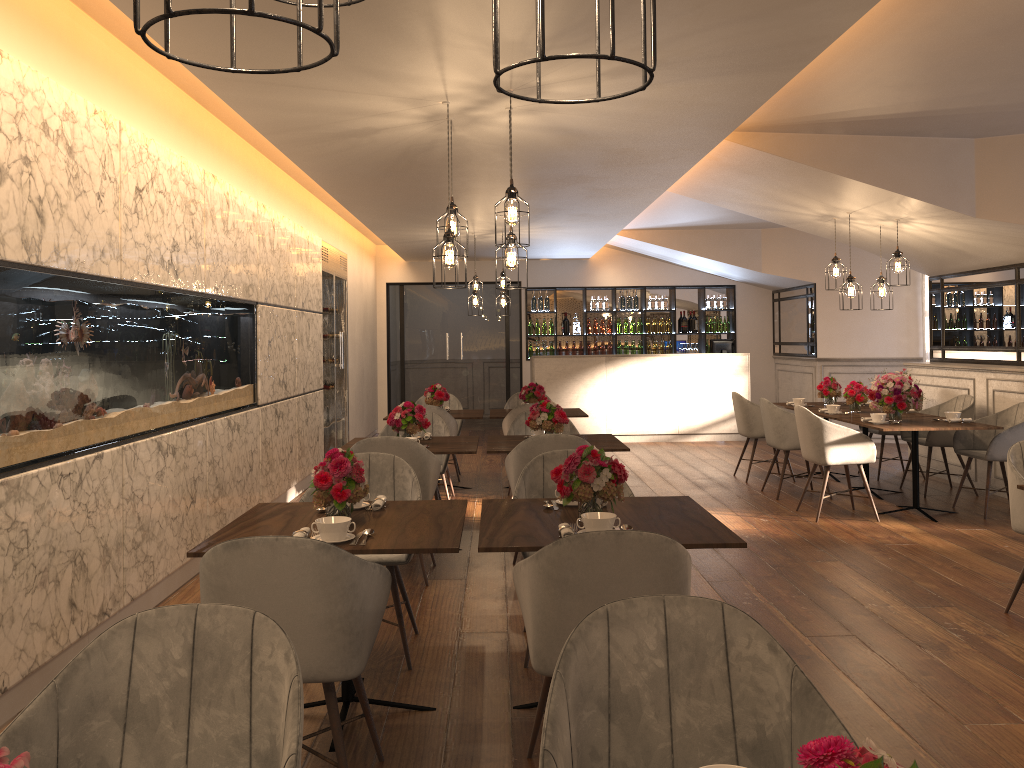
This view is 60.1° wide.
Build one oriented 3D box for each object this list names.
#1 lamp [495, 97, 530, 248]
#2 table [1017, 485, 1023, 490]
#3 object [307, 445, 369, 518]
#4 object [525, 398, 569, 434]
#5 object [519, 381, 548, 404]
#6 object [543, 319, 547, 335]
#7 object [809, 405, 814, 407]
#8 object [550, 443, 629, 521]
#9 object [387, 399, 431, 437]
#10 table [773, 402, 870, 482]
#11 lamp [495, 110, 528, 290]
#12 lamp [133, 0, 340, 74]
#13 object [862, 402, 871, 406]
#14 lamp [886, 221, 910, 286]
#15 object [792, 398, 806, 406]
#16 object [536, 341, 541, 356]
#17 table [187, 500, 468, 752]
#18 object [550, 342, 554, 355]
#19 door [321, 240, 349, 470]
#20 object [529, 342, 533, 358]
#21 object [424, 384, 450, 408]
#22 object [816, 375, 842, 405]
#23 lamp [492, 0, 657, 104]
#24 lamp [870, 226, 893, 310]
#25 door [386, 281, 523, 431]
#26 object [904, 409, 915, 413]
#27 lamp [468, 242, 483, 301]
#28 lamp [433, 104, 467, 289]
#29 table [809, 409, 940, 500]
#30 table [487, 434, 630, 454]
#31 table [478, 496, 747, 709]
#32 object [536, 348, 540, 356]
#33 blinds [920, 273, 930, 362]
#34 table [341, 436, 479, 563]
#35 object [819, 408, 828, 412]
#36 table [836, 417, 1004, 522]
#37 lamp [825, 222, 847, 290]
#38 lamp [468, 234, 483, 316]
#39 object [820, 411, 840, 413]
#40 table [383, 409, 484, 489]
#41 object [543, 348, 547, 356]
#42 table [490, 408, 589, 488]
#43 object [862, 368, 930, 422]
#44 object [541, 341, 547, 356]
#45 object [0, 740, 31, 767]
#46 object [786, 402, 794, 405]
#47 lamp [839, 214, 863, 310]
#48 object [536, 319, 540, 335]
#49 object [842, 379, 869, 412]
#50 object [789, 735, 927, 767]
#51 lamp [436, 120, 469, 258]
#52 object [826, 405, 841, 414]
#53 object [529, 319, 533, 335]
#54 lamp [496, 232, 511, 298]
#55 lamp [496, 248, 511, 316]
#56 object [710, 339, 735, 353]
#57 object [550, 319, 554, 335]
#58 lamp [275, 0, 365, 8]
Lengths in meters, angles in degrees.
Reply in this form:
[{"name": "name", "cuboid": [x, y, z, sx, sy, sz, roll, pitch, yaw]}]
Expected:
[{"name": "lamp", "cuboid": [-0.011, -1.726, 4.444, 0.175, 2.072, 0.175, -1, -1, 1]}, {"name": "table", "cuboid": [2.753, 0.834, 3.576, 0.896, 0.721, 0.897, -1, 1, -1]}, {"name": "object", "cuboid": [-0.662, 0.376, 3.364, 0.234, 0.301, 0.305, -1, 1, 1]}, {"name": "object", "cuboid": [0.245, 0.240, 5.928, 0.305, 0.301, 0.234, 0, 1, 32]}, {"name": "object", "cuboid": [0.188, 0.118, 8.453, 0.234, 0.301, 0.305, -1, 1, -44]}, {"name": "object", "cuboid": [0.514, -0.900, 13.908, 0.065, 0.261, 0.066, -1, 0, -22]}, {"name": "object", "cuboid": [2.870, 0.216, 8.673, 0.197, 0.015, 0.043, -1, 2, -5]}, {"name": "object", "cuboid": [0.291, 0.364, 3.352, 0.305, 0.301, 0.234, -1, 1, -23]}, {"name": "object", "cuboid": [-0.705, 0.250, 5.939, 0.305, 0.301, 0.234, 0, 1, 21]}, {"name": "table", "cuboid": [3.143, 0.573, 8.844, 0.896, 0.721, 0.897, -1, 1, -1]}, {"name": "lamp", "cuboid": [-0.014, -1.548, 4.771, 0.175, 2.072, 0.175, -1, -1, 1]}, {"name": "lamp", "cuboid": [-0.270, -1.354, 0.847, 0.175, 2.072, 0.175, -1, -1, 1]}, {"name": "object", "cuboid": [3.458, 0.194, 8.719, 0.175, 0.039, 0.056, -1, 2, -1]}, {"name": "lamp", "cuboid": [3.261, -1.868, 7.514, 0.175, 2.072, 0.175, -1, -1, 1]}, {"name": "object", "cuboid": [2.848, 0.182, 8.786, 0.148, 0.072, 0.148, 1, 3, 41]}, {"name": "object", "cuboid": [0.361, -0.492, 12.153, 0.065, 0.208, 0.065, -1, 0, -10]}, {"name": "table", "cuboid": [-0.627, 0.888, 3.368, 0.896, 0.721, 0.897, -1, 1, -1]}, {"name": "object", "cuboid": [0.629, -0.539, 13.907, 0.065, 0.261, 0.066, -1, 0, -22]}, {"name": "door", "cuboid": [-2.018, -0.337, 10.170, 0.134, 2.470, 1.858, -1, 1, -1]}, {"name": "object", "cuboid": [0.298, -0.534, 13.901, 0.065, 0.261, 0.066, -1, 0, -22]}, {"name": "object", "cuboid": [-0.705, 0.129, 8.430, 0.234, 0.301, 0.305, -1, 1, -26]}, {"name": "object", "cuboid": [3.151, 0.059, 8.809, 0.305, 0.301, 0.234, -2, 1, -44]}, {"name": "lamp", "cuboid": [0.053, -1.364, 0.979, 0.175, 2.072, 0.175, -1, -1, 1]}, {"name": "lamp", "cuboid": [3.258, -1.690, 7.841, 0.175, 2.072, 0.175, -1, -1, 1]}, {"name": "door", "cuboid": [-0.894, -0.428, 13.923, 2.106, 2.335, 0.273, -1, -1, -1]}, {"name": "object", "cuboid": [3.474, 0.238, 7.824, 0.175, 0.039, 0.056, -1, 2, -1]}, {"name": "lamp", "cuboid": [-0.446, -2.038, 10.623, 0.175, 2.072, 0.175, -1, -1, 1]}, {"name": "lamp", "cuboid": [-0.337, -1.537, 4.639, 0.175, 2.072, 0.175, -1, -1, 1]}, {"name": "table", "cuboid": [3.159, 0.618, 7.905, 0.896, 0.721, 0.897, -1, 1, -1]}, {"name": "table", "cuboid": [0.287, 0.750, 5.962, 0.896, 0.721, 0.897, -1, 1, -1]}, {"name": "table", "cuboid": [0.332, 0.874, 3.385, 0.896, 0.721, 0.897, -1, 1, -1]}, {"name": "object", "cuboid": [0.408, -0.536, 13.903, 0.065, 0.261, 0.066, -1, 0, -22]}, {"name": "blinds", "cuboid": [5.279, -0.546, 10.705, 0.134, 2.700, 1.380, -1, 0, -1]}, {"name": "table", "cuboid": [-0.673, 0.763, 5.945, 0.896, 0.721, 0.897, -1, 1, -1]}, {"name": "object", "cuboid": [2.862, 0.237, 8.005, 0.175, 0.039, 0.056, -1, 2, -1]}, {"name": "table", "cuboid": [3.176, 0.663, 6.966, 0.896, 0.721, 0.897, -1, 1, -1]}, {"name": "lamp", "cuboid": [2.927, -1.889, 8.039, 0.175, 2.072, 0.175, -1, -1, 1]}, {"name": "lamp", "cuboid": [-0.437, -1.829, 10.292, 0.175, 2.072, 0.175, -1, -1, 1]}, {"name": "object", "cuboid": [2.872, 0.245, 7.970, 0.192, 0.024, 0.025, -1, 1, -1]}, {"name": "table", "cuboid": [-0.717, 0.643, 8.422, 0.896, 0.721, 0.897, -1, 1, -1]}, {"name": "object", "cuboid": [0.519, -0.537, 13.905, 0.065, 0.261, 0.066, -1, 0, -22]}, {"name": "table", "cuboid": [0.243, 0.630, 8.440, 0.896, 0.721, 0.897, -1, 1, -1]}, {"name": "object", "cuboid": [3.065, 0.084, 7.090, 0.420, 0.425, 0.405, -1, 1, -13]}, {"name": "object", "cuboid": [0.446, -0.493, 12.159, 0.065, 0.208, 0.145, -1, 1, -10]}, {"name": "object", "cuboid": [-0.615, 0.496, 0.887, 0.305, 0.301, 0.234, 0, 1, 21]}, {"name": "object", "cuboid": [2.846, 0.194, 8.900, 0.175, 0.039, 0.056, -1, 2, -1]}, {"name": "lamp", "cuboid": [2.935, -1.679, 7.708, 0.175, 2.072, 0.175, -1, -1, 1]}, {"name": "object", "cuboid": [0.403, -0.899, 13.906, 0.065, 0.261, 0.066, -1, 0, -22]}, {"name": "object", "cuboid": [3.094, 0.102, 7.991, 0.234, 0.301, 0.305, -1, 1, 18]}, {"name": "object", "cuboid": [0.335, 0.484, 0.873, 0.305, 0.301, 0.234, -1, 1, -23]}, {"name": "lamp", "cuboid": [-0.345, -1.747, 4.969, 0.175, 2.072, 0.175, -1, -1, 1]}, {"name": "object", "cuboid": [2.864, 0.225, 7.891, 0.148, 0.072, 0.148, 1, 3, 41]}, {"name": "object", "cuboid": [0.293, -0.897, 13.904, 0.065, 0.261, 0.066, -1, 0, -22]}, {"name": "lamp", "cuboid": [-0.111, -2.017, 10.098, 0.175, 2.072, 0.175, -1, -1, 1]}, {"name": "lamp", "cuboid": [-0.115, -1.839, 10.424, 0.175, 2.072, 0.175, -1, -1, 1]}, {"name": "object", "cuboid": [2.952, -0.463, 12.361, 0.408, 0.329, 0.130, -1, 0, -23]}, {"name": "object", "cuboid": [0.624, -0.902, 13.910, 0.065, 0.261, 0.066, -1, 0, -22]}, {"name": "lamp", "cuboid": [-0.278, -1.563, 1.177, 0.175, 2.072, 0.175, -1, -1, 1]}]
